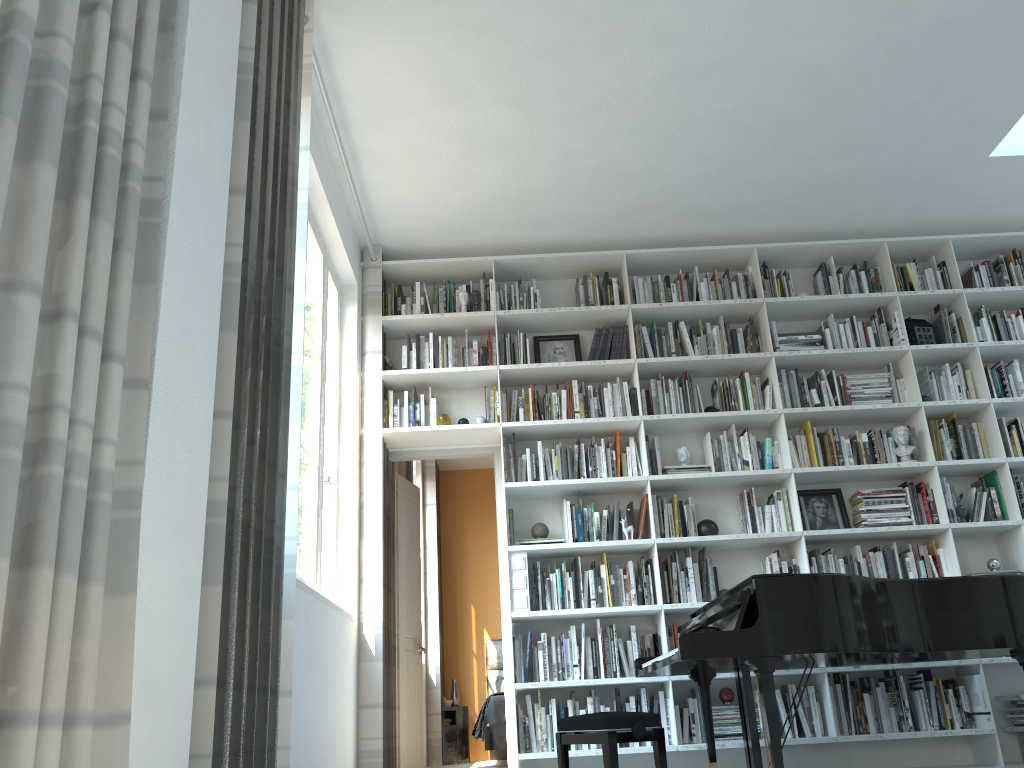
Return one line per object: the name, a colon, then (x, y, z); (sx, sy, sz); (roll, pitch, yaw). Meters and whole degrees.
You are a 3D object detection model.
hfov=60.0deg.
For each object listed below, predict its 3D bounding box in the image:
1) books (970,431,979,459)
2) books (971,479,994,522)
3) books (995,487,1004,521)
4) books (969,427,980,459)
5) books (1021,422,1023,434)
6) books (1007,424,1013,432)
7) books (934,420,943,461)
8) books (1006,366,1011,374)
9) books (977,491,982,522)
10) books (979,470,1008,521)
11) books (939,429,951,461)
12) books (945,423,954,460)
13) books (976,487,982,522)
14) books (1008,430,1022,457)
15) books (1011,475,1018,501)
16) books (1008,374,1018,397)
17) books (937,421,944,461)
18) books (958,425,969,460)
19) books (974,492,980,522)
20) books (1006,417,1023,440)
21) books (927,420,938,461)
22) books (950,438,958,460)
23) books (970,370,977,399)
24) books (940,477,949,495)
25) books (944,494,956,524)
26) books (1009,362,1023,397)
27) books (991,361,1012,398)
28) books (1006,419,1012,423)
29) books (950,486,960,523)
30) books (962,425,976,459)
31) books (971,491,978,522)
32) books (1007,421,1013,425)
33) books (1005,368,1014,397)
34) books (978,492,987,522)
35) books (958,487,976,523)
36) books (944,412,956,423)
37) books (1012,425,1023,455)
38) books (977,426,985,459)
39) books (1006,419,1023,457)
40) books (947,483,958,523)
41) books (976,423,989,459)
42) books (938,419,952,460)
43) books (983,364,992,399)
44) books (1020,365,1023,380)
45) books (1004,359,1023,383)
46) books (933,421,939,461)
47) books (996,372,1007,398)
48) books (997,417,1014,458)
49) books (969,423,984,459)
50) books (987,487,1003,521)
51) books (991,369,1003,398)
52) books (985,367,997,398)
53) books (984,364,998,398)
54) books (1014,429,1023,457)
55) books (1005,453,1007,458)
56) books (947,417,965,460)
books: (2.768, 0.411, 5.390); (0.034, 0.203, 0.182); (-3, -21, -1)
books: (2.812, 0.721, 5.296); (0.013, 0.284, 0.139); (-3, -21, -1)
books: (2.860, 0.743, 5.278); (0.021, 0.225, 0.149); (-3, -21, -1)
books: (2.793, 0.400, 5.415); (0.028, 0.238, 0.146); (-3, -21, -1)
books: (3.111, 0.379, 5.427); (0.007, 0.253, 0.161); (-3, -21, -1)
books: (3.030, 0.386, 5.415); (0.008, 0.241, 0.169); (-3, -21, -1)
books: (2.574, 0.381, 5.407); (0.035, 0.292, 0.145); (-3, -21, -1)
books: (3.105, 0.033, 5.552); (0.011, 0.256, 0.132); (-3, -21, -1)
books: (2.750, 0.762, 5.288); (0.090, 0.214, 0.139); (-3, -21, -1)
books: (2.875, 0.695, 5.293); (0.014, 0.323, 0.183); (-3, -21, -1)
books: (2.608, 0.410, 5.403); (0.015, 0.231, 0.180); (-3, -21, -1)
books: (2.643, 0.394, 5.430); (0.035, 0.277, 0.139); (-3, -21, -1)
books: (2.745, 0.747, 5.284); (0.094, 0.237, 0.150); (-3, -21, -1)
books: (3.018, 0.400, 5.382); (0.017, 0.191, 0.192); (-3, -21, -1)
books: (2.968, 0.707, 5.294); (0.018, 0.294, 0.178); (-3, -21, -1)
books: (3.088, 0.061, 5.535); (0.025, 0.193, 0.171); (-3, -21, -1)
books: (2.586, 0.385, 5.422); (0.035, 0.292, 0.145); (-3, -21, -1)
books: (2.719, 0.396, 5.413); (0.033, 0.252, 0.175); (-3, -21, -1)
books: (2.730, 0.762, 5.280); (0.090, 0.211, 0.143); (-3, -21, -1)
books: (3.088, 0.362, 5.425); (0.013, 0.286, 0.159); (-3, -21, -1)
books: (2.548, 0.383, 5.411); (0.035, 0.292, 0.145); (-3, -21, -1)
books: (2.671, 0.439, 5.416); (0.030, 0.180, 0.132); (-3, -21, -1)
books: (2.837, 0.052, 5.537); (0.026, 0.237, 0.173); (-3, -21, -1)
books: (2.581, 0.721, 5.292); (0.013, 0.305, 0.141); (-3, -21, -1)
books: (2.564, 0.770, 5.257); (0.027, 0.191, 0.183); (-3, -21, -1)
books: (3.125, 0.020, 5.530); (0.030, 0.262, 0.183); (-3, -21, -1)
books: (3.045, 0.017, 5.535); (0.014, 0.279, 0.178); (-3, -21, -1)
books: (3.100, 0.370, 5.466); (0.011, 0.299, 0.089); (-3, -20, -1)
books: (2.619, 0.750, 5.291); (0.035, 0.247, 0.141); (-3, -21, -1)
books: (2.743, 0.392, 5.388); (0.027, 0.241, 0.189); (-3, -21, -1)
books: (2.703, 0.758, 5.264); (0.089, 0.209, 0.176); (-3, -21, -1)
books: (3.079, 0.369, 5.422); (0.006, 0.272, 0.167); (-3, -21, -1)
books: (3.064, 0.038, 5.534); (0.022, 0.236, 0.165); (-3, -21, -1)
books: (2.763, 0.763, 5.276); (0.091, 0.204, 0.170); (-3, -21, -1)
books: (2.686, 0.749, 5.263); (0.095, 0.227, 0.190); (-3, -21, -1)
books: (2.699, 0.356, 5.424); (0.021, 0.336, 0.170); (-3, -21, -1)
books: (3.063, 0.385, 5.420); (0.017, 0.242, 0.133); (-3, -21, -1)
books: (2.835, 0.398, 5.426); (0.019, 0.246, 0.149); (-3, -21, -1)
books: (3.073, 0.369, 5.416); (0.006, 0.269, 0.179); (-3, -21, -1)
books: (2.595, 0.743, 5.294); (0.012, 0.265, 0.158); (-3, -21, -1)
books: (2.854, 0.386, 5.427); (0.033, 0.267, 0.142); (-3, -21, -1)
books: (2.623, 0.379, 5.411); (0.019, 0.293, 0.164); (-3, -21, -1)
books: (2.943, 0.032, 5.557); (0.014, 0.277, 0.154); (-3, -21, -1)
books: (3.180, 0.030, 5.538); (0.025, 0.244, 0.184); (-3, -21, -1)
books: (3.153, 0.013, 5.560); (0.027, 0.294, 0.160); (-3, -21, -1)
books: (2.561, 0.387, 5.421); (0.035, 0.292, 0.145); (-3, -21, -1)
books: (3.026, 0.055, 5.542); (0.026, 0.215, 0.162); (-3, -21, -1)
books: (2.973, 0.363, 5.398); (0.013, 0.278, 0.192); (-3, -21, -1)
books: (2.816, 0.385, 5.415); (0.032, 0.265, 0.143); (-3, -21, -1)
books: (2.835, 0.742, 5.266); (0.029, 0.222, 0.171); (-3, -21, -1)
books: (3.006, 0.046, 5.543); (0.013, 0.235, 0.158); (-3, -21, -1)
books: (2.958, 0.040, 5.536); (0.014, 0.247, 0.177); (-3, -21, -1)
books: (2.992, 0.032, 5.570); (0.014, 0.282, 0.136); (-3, -21, -1)
books: (3.051, 0.396, 5.403); (0.007, 0.211, 0.159); (-3, -21, -1)
books: (2.929, 0.366, 5.413); (0.035, 0.286, 0.192); (-3, -21, -1)
books: (2.687, 0.371, 5.399); (0.019, 0.292, 0.183); (-3, -21, -1)
